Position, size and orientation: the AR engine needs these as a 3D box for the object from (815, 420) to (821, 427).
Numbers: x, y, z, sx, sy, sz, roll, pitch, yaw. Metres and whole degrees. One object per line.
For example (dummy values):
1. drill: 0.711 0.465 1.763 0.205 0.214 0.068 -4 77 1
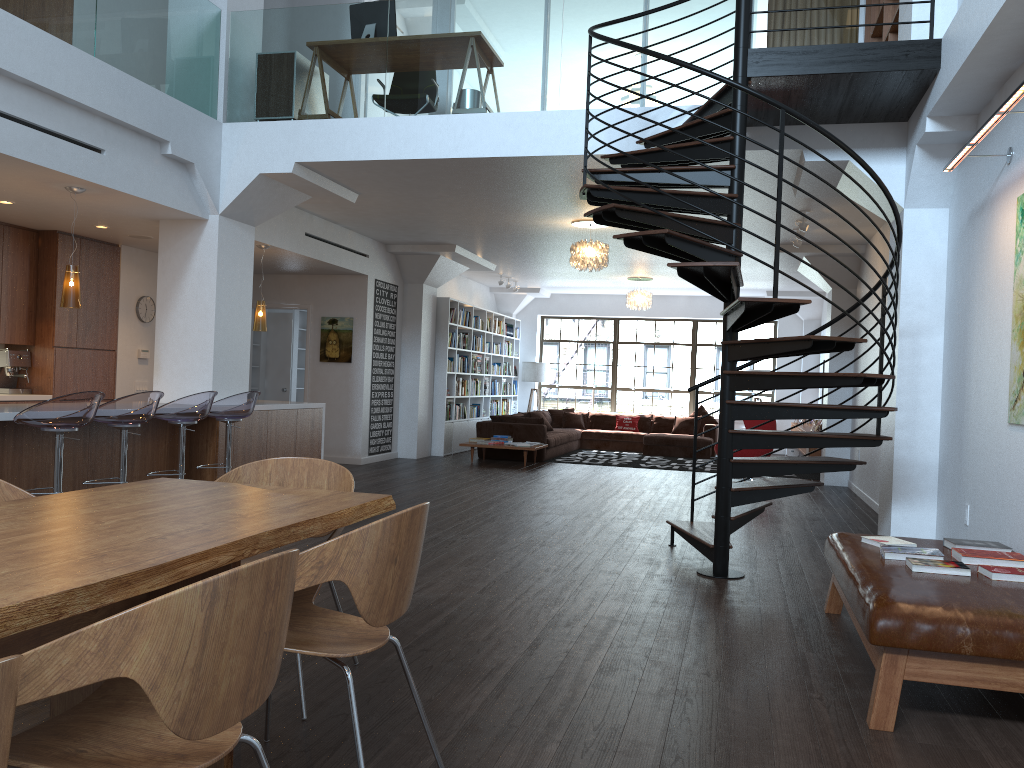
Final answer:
1. object: 5.137 0.660 14.895 0.089 0.110 0.089 2 0 -31

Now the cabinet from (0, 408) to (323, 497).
1. cabinet: -3.065 0.627 7.579 0.898 0.796 4.493 2 0 14

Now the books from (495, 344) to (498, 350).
1. books: -0.335 -0.638 16.356 0.134 0.184 0.030 2 0 14

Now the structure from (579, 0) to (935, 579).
1. structure: 1.422 -0.958 5.674 1.998 4.352 1.998 2 0 -25

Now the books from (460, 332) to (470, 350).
1. books: -0.780 -0.704 14.622 0.176 0.291 0.053 2 0 14

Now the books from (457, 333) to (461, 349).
1. books: -0.914 -0.689 14.122 0.183 0.253 0.042 2 0 14

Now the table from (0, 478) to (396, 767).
1. table: -1.399 0.743 1.492 1.012 0.750 3.803 2 0 15

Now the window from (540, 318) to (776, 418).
1. window: 2.843 -0.335 17.806 4.648 1.905 0.114 2 0 14

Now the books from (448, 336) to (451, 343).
1. books: -1.043 -0.657 13.564 0.161 0.182 0.170 2 0 14

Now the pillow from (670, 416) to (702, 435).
1. pillow: 3.164 0.746 16.105 0.542 0.362 0.248 2 0 35

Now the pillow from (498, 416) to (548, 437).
1. pillow: 0.167 0.670 13.534 0.750 0.364 0.289 2 0 14

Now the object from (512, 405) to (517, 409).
1. object: -0.100 0.458 17.607 0.331 0.088 0.410 2 0 14

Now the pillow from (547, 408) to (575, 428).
1. pillow: 0.973 0.657 16.748 0.580 0.418 0.334 2 0 -12

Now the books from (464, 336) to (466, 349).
1. books: -0.835 -0.672 14.386 0.161 0.223 0.032 2 0 14

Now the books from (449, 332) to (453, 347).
1. books: -1.005 -0.682 13.699 0.172 0.235 0.112 2 0 14

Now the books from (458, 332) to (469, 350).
1. books: -0.809 -0.702 14.576 0.198 0.284 0.049 2 0 14

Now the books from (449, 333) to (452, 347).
1. books: -1.016 -0.681 13.668 0.152 0.232 0.104 2 0 14

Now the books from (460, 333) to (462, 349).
1. books: -0.898 -0.692 14.207 0.180 0.259 0.042 2 0 14

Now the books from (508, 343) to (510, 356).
1. books: -0.139 -0.666 17.071 0.183 0.253 0.034 2 0 14

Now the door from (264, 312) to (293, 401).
1. door: -3.607 -0.030 12.955 0.826 2.032 0.174 2 0 14

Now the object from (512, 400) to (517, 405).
1. object: -0.103 0.370 17.608 0.316 0.088 0.410 2 0 14

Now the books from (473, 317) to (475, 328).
1. books: -0.700 -1.023 14.851 0.139 0.191 0.036 2 0 14

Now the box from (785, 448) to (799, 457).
1. box: 5.244 1.258 16.602 0.228 0.165 0.368 2 0 14

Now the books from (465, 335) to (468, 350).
1. books: -0.820 -0.680 14.461 0.174 0.240 0.054 2 0 14

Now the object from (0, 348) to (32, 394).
1. object: -4.929 -0.124 8.754 0.439 0.455 0.284 2 0 14

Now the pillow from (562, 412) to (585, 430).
1. pillow: 1.133 0.682 16.607 0.489 0.337 0.238 2 0 -16

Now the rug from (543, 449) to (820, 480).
1. rug: 2.810 1.247 14.131 4.200 0.007 3.100 2 0 16

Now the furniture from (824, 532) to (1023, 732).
1. furniture: 1.920 1.017 3.889 0.907 0.453 1.819 2 0 14

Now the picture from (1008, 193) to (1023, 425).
1. picture: 2.529 -0.395 4.184 0.010 1.200 1.095 2 0 14

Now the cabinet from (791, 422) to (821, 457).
1. cabinet: 4.842 0.880 14.247 0.459 0.350 4.501 2 0 14

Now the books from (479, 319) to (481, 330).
1. books: -0.611 -1.021 15.205 0.139 0.191 0.036 2 0 14

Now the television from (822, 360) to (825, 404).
1. television: 5.014 0.008 14.142 0.013 0.816 1.324 2 0 14

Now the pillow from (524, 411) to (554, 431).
1. pillow: 0.450 0.656 15.211 0.325 0.391 0.625 2 0 31

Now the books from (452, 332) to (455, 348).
1. books: -0.988 -0.685 13.780 0.174 0.242 0.105 2 0 14

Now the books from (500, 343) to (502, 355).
1. books: -0.279 -0.657 16.581 0.158 0.226 0.052 2 0 14

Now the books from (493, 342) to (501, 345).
1. books: -0.287 -0.660 16.533 0.140 0.231 0.042 2 0 14

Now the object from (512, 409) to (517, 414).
1. object: -0.103 0.546 17.607 0.331 0.088 0.410 2 0 14

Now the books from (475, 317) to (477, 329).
1. books: -0.665 -1.028 14.989 0.146 0.202 0.027 2 0 14

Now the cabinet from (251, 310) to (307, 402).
1. cabinet: -3.644 -0.503 13.641 0.527 2.991 2.630 2 0 14

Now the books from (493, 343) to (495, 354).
1. books: -0.392 -0.643 16.105 0.139 0.191 0.036 2 0 14

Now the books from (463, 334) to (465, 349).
1. books: -0.858 -0.687 14.354 0.183 0.253 0.042 2 0 14

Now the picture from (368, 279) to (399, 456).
1. picture: -1.776 -0.221 12.300 0.021 2.380 0.800 2 0 15

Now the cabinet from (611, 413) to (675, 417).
1. cabinet: 2.659 0.923 17.282 1.520 0.625 0.350 2 0 14

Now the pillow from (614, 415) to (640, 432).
1. pillow: 2.145 0.739 16.491 0.465 0.308 0.220 2 0 11

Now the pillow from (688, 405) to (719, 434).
1. pillow: 3.408 0.673 16.213 0.651 0.587 0.335 2 0 -7

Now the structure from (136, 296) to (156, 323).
1. structure: -4.169 -0.850 10.099 0.040 0.300 0.300 2 0 14

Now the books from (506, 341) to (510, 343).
1. books: -0.138 -0.685 17.106 0.176 0.290 0.036 2 0 14

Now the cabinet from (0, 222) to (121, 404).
1. cabinet: -5.274 -0.304 7.202 0.598 2.499 5.299 2 0 14

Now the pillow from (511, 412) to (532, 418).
1. pillow: 0.199 0.628 13.801 0.269 0.411 0.559 2 0 -30

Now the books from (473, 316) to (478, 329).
1. books: -0.647 -1.042 15.072 0.140 0.231 0.042 2 0 14

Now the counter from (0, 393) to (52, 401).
1. counter: -5.405 0.107 6.761 0.600 0.050 4.387 2 0 14

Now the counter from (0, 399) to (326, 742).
1. counter: -2.585 0.628 5.777 3.039 0.860 8.182 2 0 -15

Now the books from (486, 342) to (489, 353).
1. books: -0.479 -0.645 15.765 0.139 0.191 0.036 2 0 14

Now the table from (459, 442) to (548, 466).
1. table: -0.112 1.002 12.793 1.100 0.271 0.853 2 0 14

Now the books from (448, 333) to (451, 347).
1. books: -1.027 -0.674 13.641 0.161 0.218 0.101 2 0 14

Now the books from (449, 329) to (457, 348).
1. books: -0.960 -0.708 13.853 0.176 0.290 0.053 2 0 14

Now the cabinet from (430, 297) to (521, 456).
1. cabinet: -0.653 -0.101 15.670 0.461 2.414 4.500 2 0 14

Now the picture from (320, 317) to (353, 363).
1. picture: -2.332 -0.587 11.775 0.450 0.600 0.030 2 0 14

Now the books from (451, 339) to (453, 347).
1. books: -1.005 -0.685 13.743 0.172 0.239 0.093 2 0 14
